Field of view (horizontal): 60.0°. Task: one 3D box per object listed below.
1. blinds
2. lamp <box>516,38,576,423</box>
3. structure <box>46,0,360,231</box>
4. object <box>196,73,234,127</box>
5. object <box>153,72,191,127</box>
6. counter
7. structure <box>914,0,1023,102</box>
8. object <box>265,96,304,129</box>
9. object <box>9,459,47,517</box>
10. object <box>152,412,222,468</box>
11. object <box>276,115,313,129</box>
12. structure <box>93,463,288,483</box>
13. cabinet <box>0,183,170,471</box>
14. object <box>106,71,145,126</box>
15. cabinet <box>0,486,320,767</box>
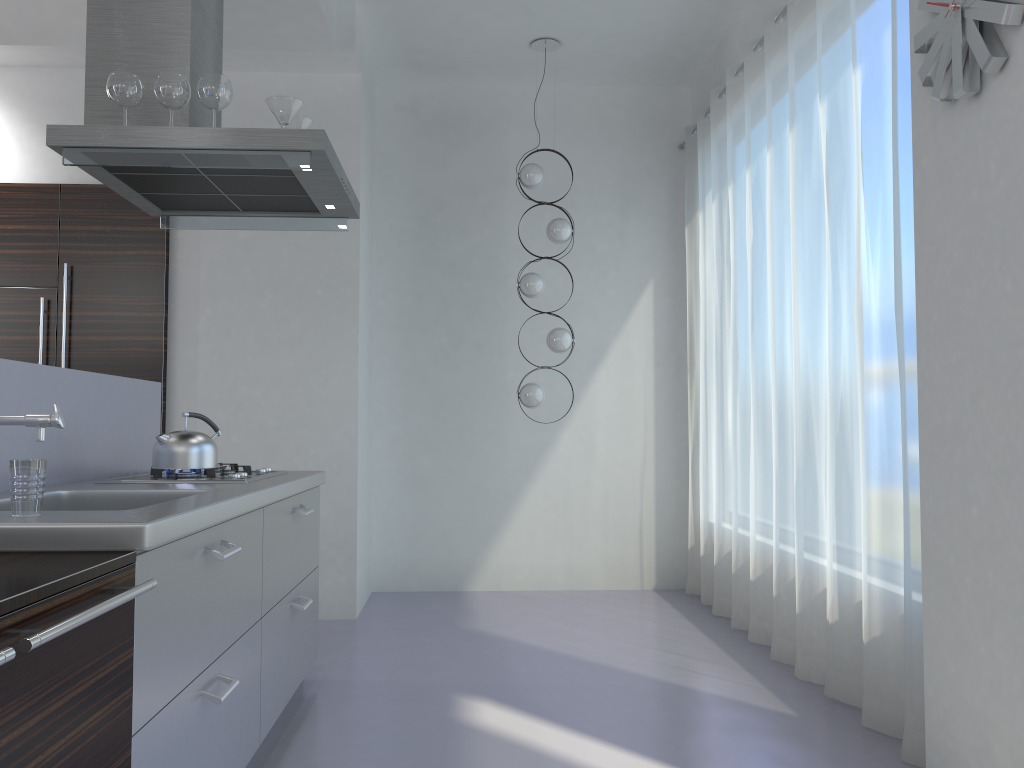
[{"bbox_3d":[1.269,-0.240,4.468,0.120,3.112,3.245,0,-3,-3],"label":"blinds"},{"bbox_3d":[0.208,-0.942,5.485,0.367,2.370,0.180,1,-3,-9],"label":"lamp"},{"bbox_3d":[-1.106,-1.316,3.468,0.915,1.231,0.981,0,-3,-3],"label":"structure"},{"bbox_3d":[-1.039,-0.960,3.097,0.125,0.221,0.125,-1,-3,22],"label":"object"},{"bbox_3d":[-1.186,-0.960,3.090,0.125,0.221,0.125,-1,-3,22],"label":"object"},{"bbox_3d":[-1.398,0.560,2.267,1.302,1.300,3.291,0,-3,-3],"label":"counter"},{"bbox_3d":[1.257,-1.051,2.472,0.076,0.505,0.505,0,-3,-3],"label":"structure"},{"bbox_3d":[-0.823,-0.931,3.206,0.137,0.174,0.137,2,-4,-38],"label":"object"},{"bbox_3d":[-1.232,0.224,1.661,0.269,0.147,0.646,-1,-3,22],"label":"object"},{"bbox_3d":[-1.174,0.199,3.194,0.220,0.196,0.229,1,-3,-11],"label":"object"},{"bbox_3d":[-0.832,-0.921,3.395,0.137,0.174,0.137,2,-4,-38],"label":"object"},{"bbox_3d":[-1.185,0.329,3.381,0.519,0.055,0.709,0,-3,-3],"label":"structure"},{"bbox_3d":[-3.804,0.108,5.248,3.600,2.500,0.669,0,-3,-3],"label":"cabinet"},{"bbox_3d":[-1.343,-0.961,3.081,0.125,0.221,0.125,-1,-3,22],"label":"object"},{"bbox_3d":[-1.409,0.784,2.257,1.377,0.852,3.285,0,-3,-3],"label":"cabinet"}]
